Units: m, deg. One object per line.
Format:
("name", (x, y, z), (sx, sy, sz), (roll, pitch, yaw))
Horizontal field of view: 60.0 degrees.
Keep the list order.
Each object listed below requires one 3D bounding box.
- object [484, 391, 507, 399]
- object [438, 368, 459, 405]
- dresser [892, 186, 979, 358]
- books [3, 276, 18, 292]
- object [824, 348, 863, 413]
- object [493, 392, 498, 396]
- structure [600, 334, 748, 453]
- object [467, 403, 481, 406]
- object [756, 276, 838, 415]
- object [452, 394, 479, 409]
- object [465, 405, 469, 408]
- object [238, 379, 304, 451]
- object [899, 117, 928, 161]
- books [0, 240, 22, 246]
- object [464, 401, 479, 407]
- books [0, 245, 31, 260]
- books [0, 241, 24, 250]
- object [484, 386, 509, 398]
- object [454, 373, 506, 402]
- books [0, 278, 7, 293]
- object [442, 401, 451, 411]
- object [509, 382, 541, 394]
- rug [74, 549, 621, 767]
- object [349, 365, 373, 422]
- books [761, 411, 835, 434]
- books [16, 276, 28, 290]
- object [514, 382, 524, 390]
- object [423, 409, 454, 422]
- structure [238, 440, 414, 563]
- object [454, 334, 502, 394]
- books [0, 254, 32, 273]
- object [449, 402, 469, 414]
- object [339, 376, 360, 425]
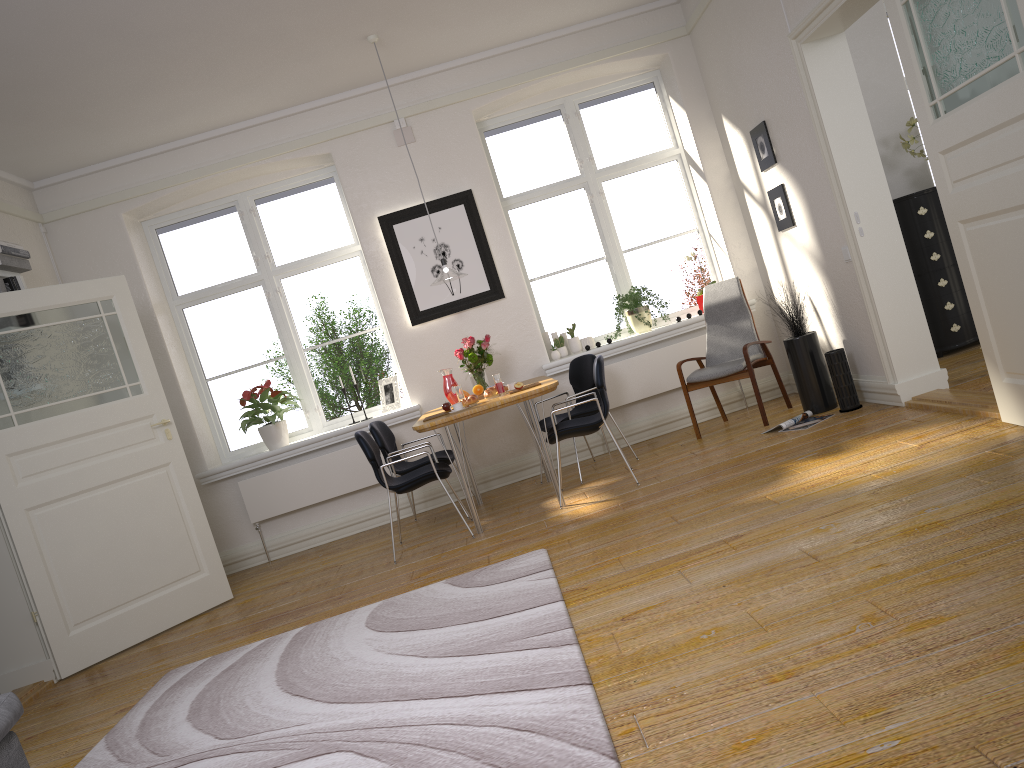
("object", (-0.103, 0.075, 5.641), (0.160, 0.016, 0.160), (-17, 3, 1))
("object", (-0.435, 0.017, 6.301), (0.092, 0.267, 0.118), (-15, 4, 35))
("dresser", (3.349, -0.886, 6.695), (0.925, 1.233, 0.620), (-18, 3, -3))
("books", (-3.112, -0.465, 5.385), (0.272, 0.311, 0.062), (-18, 3, -3))
("object", (2.091, -0.024, 5.606), (0.147, 0.391, 0.142), (-19, 4, -27))
("object", (-0.093, 0.064, 5.609), (0.072, 0.036, 0.107), (-20, 4, -41))
("structure", (1.230, 0.138, 6.903), (1.203, 0.845, 0.095), (-18, 3, -3))
("object", (-0.233, 0.126, 5.398), (0.030, 0.020, 0.140), (-15, 4, 45))
("object", (1.923, -0.266, 5.901), (0.362, 0.924, 0.417), (-21, 4, -44))
("object", (-0.278, 0.111, 5.475), (0.162, 0.068, 0.152), (-15, 3, 36))
("object", (-0.271, 0.140, 5.313), (0.038, 0.020, 0.059), (-18, 3, -5))
("object", (-1.849, 0.236, 6.769), (0.541, 0.520, 0.528), (-17, 3, 1))
("object", (3.314, -1.843, 6.666), (0.800, 0.616, 0.411), (-19, 3, -25))
("books", (-3.179, -0.818, 5.375), (0.266, 0.015, 0.314), (-17, 3, -2))
("object", (-0.276, 0.136, 5.478), (0.159, 0.016, 0.160), (-17, 3, 5))
("books", (-3.130, -0.768, 5.373), (0.250, 0.049, 0.331), (-17, 3, -2))
("books", (-3.161, -0.800, 5.362), (0.259, 0.030, 0.303), (-17, 3, -2))
("object", (-0.114, 0.047, 5.657), (0.165, 0.059, 0.123), (-19, 3, -34))
("object", (-0.202, 0.043, 5.565), (0.327, 0.141, 0.048), (-16, 3, 25))
("books", (-3.107, -0.461, 5.297), (0.191, 0.307, 0.065), (-18, 3, -3))
("object", (-0.413, 0.140, 5.598), (0.060, 0.062, 0.060), (-17, 3, 0))
("object", (0.079, 0.025, 5.549), (0.201, 0.010, 0.260), (-17, 3, -2))
("rug", (-0.692, 1.184, 2.578), (1.955, 0.008, 3.697), (-17, 3, -2))
("object", (-1.195, 0.064, 6.876), (0.094, 0.449, 0.096), (-16, 3, 20))
("books", (1.819, 0.237, 5.670), (0.310, 0.048, 0.366), (-19, 3, -34))
("books", (-3.075, -0.477, 5.428), (0.259, 0.309, 0.070), (-18, 3, -3))
("object", (0.042, 0.011, 5.452), (0.062, 0.048, 0.053), (-20, 4, -39))
("object", (-0.450, 0.192, 5.516), (0.201, 0.010, 0.260), (-17, 3, -2))
("structure", (-1.360, 0.954, 6.737), (1.203, 0.845, 0.095), (-18, 3, -3))
("object", (-0.219, -0.147, 6.321), (0.330, 0.447, 0.273), (-18, 3, -11))
("books", (-3.150, -0.704, 5.397), (0.259, 0.065, 0.350), (-17, 3, -2))
("object", (-0.322, 0.141, 5.314), (0.127, 0.049, 0.132), (-15, 4, 45))
("object", (-1.288, 0.119, 6.902), (0.094, 0.397, 0.096), (-16, 3, 20))
